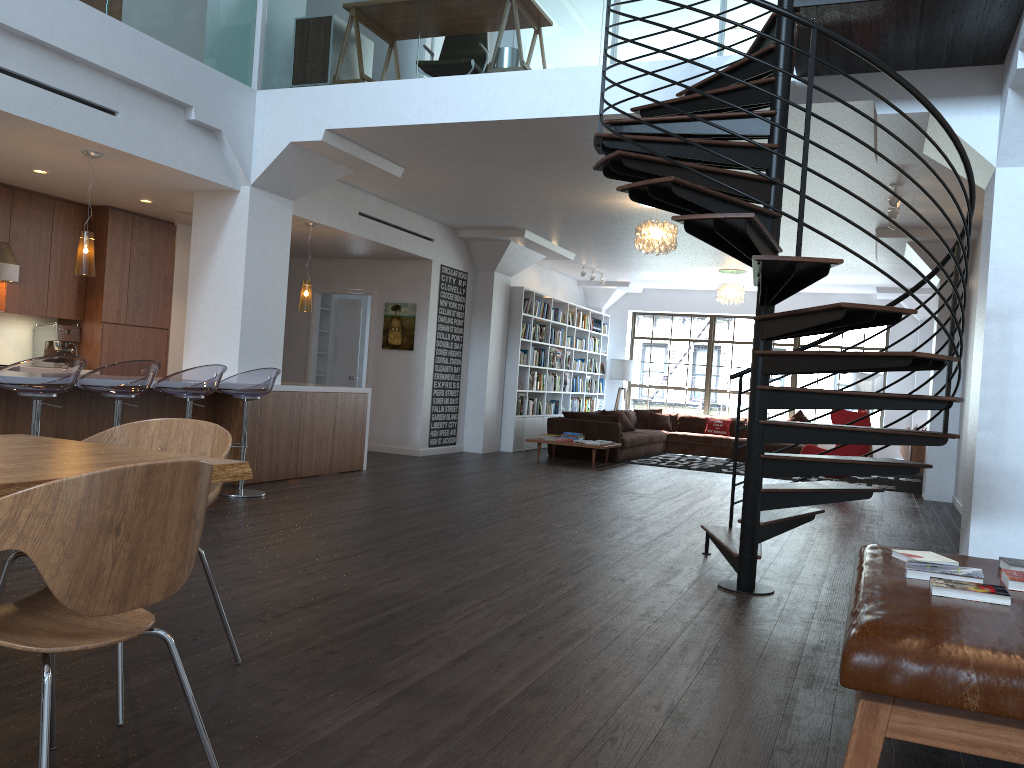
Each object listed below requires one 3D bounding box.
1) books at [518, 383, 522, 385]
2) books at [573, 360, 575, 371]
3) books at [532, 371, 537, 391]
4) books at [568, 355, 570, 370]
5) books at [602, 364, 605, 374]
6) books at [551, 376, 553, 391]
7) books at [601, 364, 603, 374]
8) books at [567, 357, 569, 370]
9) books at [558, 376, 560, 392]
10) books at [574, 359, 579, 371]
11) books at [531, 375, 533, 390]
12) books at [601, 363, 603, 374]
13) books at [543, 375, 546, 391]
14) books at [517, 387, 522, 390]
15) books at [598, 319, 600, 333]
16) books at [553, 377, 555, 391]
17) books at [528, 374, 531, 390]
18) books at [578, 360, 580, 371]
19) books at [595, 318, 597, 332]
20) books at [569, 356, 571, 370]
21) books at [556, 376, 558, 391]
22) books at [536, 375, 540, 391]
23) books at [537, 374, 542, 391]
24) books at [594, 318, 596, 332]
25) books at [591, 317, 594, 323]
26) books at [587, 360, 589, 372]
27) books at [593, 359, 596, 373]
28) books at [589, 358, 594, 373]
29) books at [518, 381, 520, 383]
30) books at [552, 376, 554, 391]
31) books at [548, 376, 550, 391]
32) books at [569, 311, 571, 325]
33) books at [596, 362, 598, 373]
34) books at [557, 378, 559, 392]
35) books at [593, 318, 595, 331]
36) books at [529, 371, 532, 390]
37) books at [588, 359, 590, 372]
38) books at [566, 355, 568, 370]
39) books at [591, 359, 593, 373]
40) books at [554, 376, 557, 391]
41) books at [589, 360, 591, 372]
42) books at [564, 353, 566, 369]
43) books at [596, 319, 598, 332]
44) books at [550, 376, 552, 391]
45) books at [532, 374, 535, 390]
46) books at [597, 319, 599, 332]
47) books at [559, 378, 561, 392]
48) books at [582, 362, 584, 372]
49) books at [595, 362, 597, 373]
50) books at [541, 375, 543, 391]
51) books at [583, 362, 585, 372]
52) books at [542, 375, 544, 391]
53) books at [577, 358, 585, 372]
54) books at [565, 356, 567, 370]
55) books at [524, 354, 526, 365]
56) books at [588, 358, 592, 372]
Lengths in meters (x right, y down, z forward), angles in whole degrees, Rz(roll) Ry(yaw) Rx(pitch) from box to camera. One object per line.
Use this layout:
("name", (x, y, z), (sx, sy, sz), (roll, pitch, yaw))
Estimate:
("books", (0.030, -0.004, 13.136), (0.174, 0.032, 0.254), (4, 0, 17))
("books", (1.014, -0.323, 15.334), (0.128, 0.178, 0.021), (4, 0, 22))
("books", (0.285, -0.050, 13.680), (0.176, 0.290, 0.053), (4, 0, 22))
("books", (0.882, -0.367, 15.068), (0.183, 0.253, 0.039), (4, 0, 22))
("books", (1.671, -0.303, 16.959), (0.182, 0.215, 0.188), (4, 0, 22))
("books", (0.569, -0.014, 14.340), (0.183, 0.253, 0.034), (4, 0, 22))
("books", (1.628, -0.303, 16.879), (0.167, 0.210, 0.162), (4, 0, 22))
("books", (0.881, -0.353, 15.031), (0.161, 0.223, 0.030), (4, 0, 22))
("books", (0.688, -0.008, 14.661), (0.183, 0.253, 0.034), (4, 0, 22))
("books", (1.094, -0.333, 15.545), (0.140, 0.206, 0.042), (4, 0, 22))
("books", (0.233, -0.028, 13.561), (0.159, 0.241, 0.038), (4, 0, 22))
("books", (1.630, -0.310, 16.918), (0.182, 0.226, 0.173), (4, 0, 22))
("books", (0.435, -0.023, 14.027), (0.183, 0.253, 0.034), (4, 0, 22))
("books", (0.030, 0.063, 13.140), (0.197, 0.035, 0.284), (4, 0, 12))
("books", (1.541, -1.083, 16.539), (0.183, 0.253, 0.042), (4, 0, 22))
("books", (0.607, -0.006, 14.457), (0.174, 0.240, 0.045), (4, 0, 22))
("books", (0.184, -0.034, 13.429), (0.189, 0.247, 0.057), (4, 0, 22))
("books", (1.113, -0.324, 15.581), (0.139, 0.191, 0.036), (4, 0, 22))
("books", (1.470, -1.087, 16.379), (0.183, 0.253, 0.042), (4, 0, 22))
("books", (0.911, -0.363, 15.130), (0.171, 0.246, 0.036), (4, 0, 22))
("books", (0.657, -0.012, 14.568), (0.180, 0.259, 0.060), (4, 0, 22))
("books", (0.337, -0.025, 13.795), (0.171, 0.246, 0.057), (4, 0, 22))
("books", (0.366, -0.027, 13.872), (0.183, 0.253, 0.034), (4, 0, 22))
("books", (1.437, -1.089, 16.298), (0.183, 0.253, 0.042), (4, 0, 22))
("books", (1.398, -1.091, 16.220), (0.183, 0.253, 0.042), (4, 0, 22))
("books", (1.305, -0.329, 16.073), (0.161, 0.223, 0.032), (4, 0, 22))
("books", (1.452, -0.336, 16.439), (0.183, 0.253, 0.042), (4, 0, 22))
("books", (1.414, -0.341, 16.362), (0.180, 0.259, 0.042), (4, 0, 22))
("books", (0.035, -0.032, 13.140), (0.144, 0.025, 0.204), (4, 0, 12))
("books", (0.583, -0.010, 14.383), (0.171, 0.246, 0.057), (4, 0, 22))
("books", (0.517, -0.016, 14.209), (0.160, 0.250, 0.026), (4, 0, 22))
("books", (0.899, -1.109, 14.974), (0.174, 0.236, 0.136), (4, 0, 22))
("books", (1.512, -0.308, 16.573), (0.161, 0.207, 0.135), (4, 0, 22))
("books", (0.684, 0.007, 14.631), (0.161, 0.223, 0.027), (4, 0, 22))
("books", (1.420, -1.090, 16.258), (0.183, 0.253, 0.042), (4, 0, 22))
("books", (0.221, -0.057, 13.469), (0.140, 0.298, 0.044), (4, 0, 22))
("books", (1.323, -0.336, 16.112), (0.174, 0.240, 0.054), (4, 0, 22))
("books", (0.851, -0.370, 14.967), (0.174, 0.251, 0.051), (4, 0, 22))
("books", (1.388, -0.336, 16.287), (0.171, 0.246, 0.039), (4, 0, 22))
("books", (0.632, -0.011, 14.489), (0.183, 0.253, 0.034), (4, 0, 22))
("books", (1.355, -0.326, 16.181), (0.161, 0.223, 0.032), (4, 0, 22))
("books", (0.795, -0.389, 14.875), (0.198, 0.284, 0.046), (4, 0, 22))
("books", (1.491, -1.086, 16.417), (0.183, 0.253, 0.042), (4, 0, 22))
("books", (0.553, -0.015, 14.311), (0.183, 0.253, 0.034), (4, 0, 22))
("books", (0.254, -0.030, 13.602), (0.171, 0.246, 0.057), (4, 0, 22))
("books", (1.524, -1.084, 16.498), (0.183, 0.253, 0.042), (4, 0, 22))
("books", (0.726, 0.010, 14.726), (0.161, 0.223, 0.026), (4, 0, 22))
("books", (1.211, -0.306, 15.803), (0.120, 0.167, 0.020), (4, 0, 22))
("books", (1.484, -0.325, 16.523), (0.174, 0.236, 0.142), (4, 0, 22))
("books", (0.383, -0.026, 13.901), (0.183, 0.253, 0.034), (4, 0, 22))
("books", (1.237, -0.305, 15.848), (0.107, 0.167, 0.017), (4, 0, 22))
("books", (0.421, -0.022, 14.001), (0.160, 0.250, 0.026), (4, 0, 22))
("books", (1.237, -0.337, 15.886), (0.140, 0.231, 0.042), (4, 0, 22))
("books", (0.834, -0.356, 14.930), (0.161, 0.223, 0.030), (4, 0, 22))
("books", (0.142, -0.368, 13.206), (0.120, 0.167, 0.020), (4, 0, 22))
("books", (1.357, -0.341, 16.220), (0.183, 0.253, 0.042), (4, 0, 22))
